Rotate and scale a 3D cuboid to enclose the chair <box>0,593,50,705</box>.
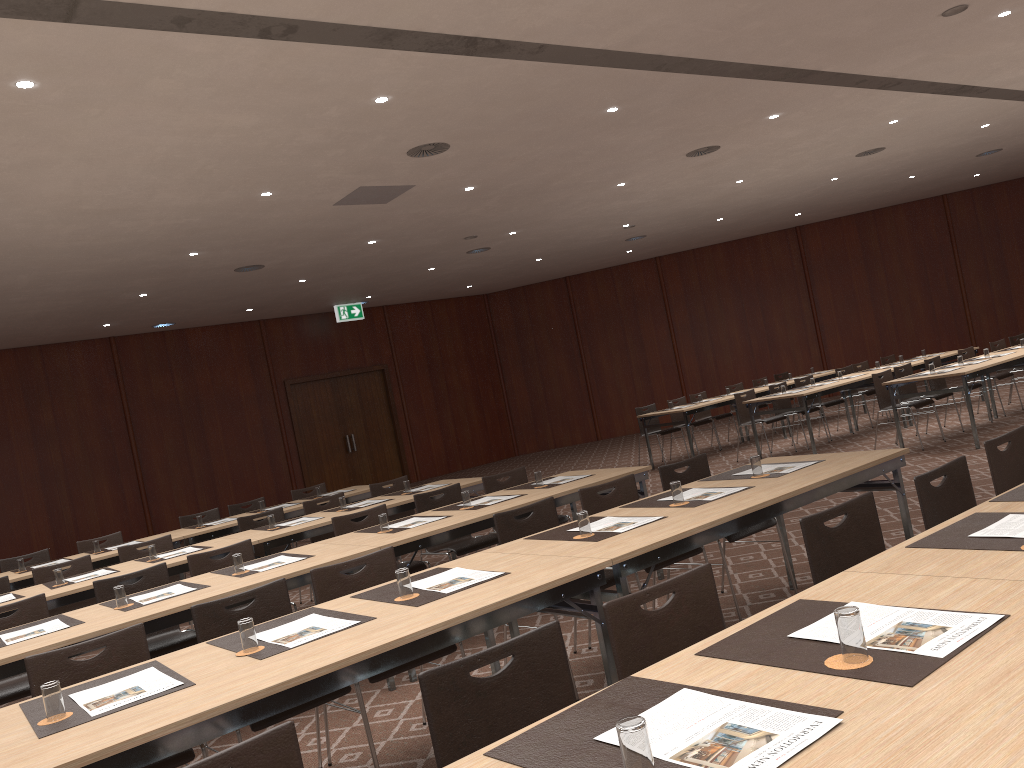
[{"bbox_3d":[-2.748,1.708,4.985,0.535,0.939,0.614,-11,0,-36],"label":"chair"}]

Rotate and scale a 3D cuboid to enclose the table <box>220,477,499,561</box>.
[{"bbox_3d":[-1.234,1.483,7.817,2.265,0.833,0.954,-11,0,-36],"label":"table"}]

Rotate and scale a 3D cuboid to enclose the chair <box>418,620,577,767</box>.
[{"bbox_3d":[0.130,1.111,2.135,0.535,0.939,0.614,-11,0,-34],"label":"chair"}]

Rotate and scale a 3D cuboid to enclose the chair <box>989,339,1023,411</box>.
[{"bbox_3d":[6.908,-0.162,12.159,0.535,0.939,0.614,-11,0,-36],"label":"chair"}]

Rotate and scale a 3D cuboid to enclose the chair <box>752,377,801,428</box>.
[{"bbox_3d":[4.524,0.340,15.390,0.535,0.939,0.614,-11,0,-39],"label":"chair"}]

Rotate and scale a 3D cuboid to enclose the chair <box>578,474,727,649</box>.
[{"bbox_3d":[0.738,1.013,5.080,0.535,0.939,0.614,-11,0,-34],"label":"chair"}]

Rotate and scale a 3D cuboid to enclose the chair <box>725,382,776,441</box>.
[{"bbox_3d":[3.983,0.445,15.058,0.535,0.939,0.614,-11,0,-34],"label":"chair"}]

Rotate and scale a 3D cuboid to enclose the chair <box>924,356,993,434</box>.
[{"bbox_3d":[5.551,0.101,11.190,0.535,0.939,0.614,-11,0,-39],"label":"chair"}]

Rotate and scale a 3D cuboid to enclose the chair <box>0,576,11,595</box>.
[{"bbox_3d":[-3.855,1.942,6.543,0.535,0.939,0.614,-11,0,-35],"label":"chair"}]

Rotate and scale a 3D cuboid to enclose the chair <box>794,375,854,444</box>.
[{"bbox_3d":[4.446,0.335,12.845,0.535,0.939,0.614,-11,0,-34],"label":"chair"}]

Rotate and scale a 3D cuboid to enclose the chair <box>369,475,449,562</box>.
[{"bbox_3d":[-1.053,1.400,8.748,0.535,0.939,0.614,-11,0,-36],"label":"chair"}]

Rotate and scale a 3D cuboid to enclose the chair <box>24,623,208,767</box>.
[{"bbox_3d":[-1.490,1.444,3.350,0.535,0.939,0.614,-11,0,-35],"label":"chair"}]

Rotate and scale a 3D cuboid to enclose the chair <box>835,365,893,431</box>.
[{"bbox_3d":[5.234,0.182,13.385,0.535,0.939,0.614,-11,0,-35],"label":"chair"}]

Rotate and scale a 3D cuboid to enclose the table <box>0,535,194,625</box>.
[{"bbox_3d":[-4.190,2.075,8.078,2.265,0.833,0.954,-11,0,-36],"label":"table"}]

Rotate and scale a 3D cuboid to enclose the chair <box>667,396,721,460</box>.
[{"bbox_3d":[2.815,0.670,14.051,0.535,0.939,0.614,-11,0,-38],"label":"chair"}]

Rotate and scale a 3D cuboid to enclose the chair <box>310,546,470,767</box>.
[{"bbox_3d":[-0.577,1.267,4.090,0.535,0.939,0.614,-11,0,-34],"label":"chair"}]

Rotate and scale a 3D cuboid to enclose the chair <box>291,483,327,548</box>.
[{"bbox_3d":[-2.206,1.642,10.271,0.535,0.939,0.614,-11,0,-37],"label":"chair"}]

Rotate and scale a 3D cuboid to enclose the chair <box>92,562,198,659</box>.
[{"bbox_3d":[-2.163,1.594,5.330,0.535,0.939,0.614,-11,0,-37],"label":"chair"}]

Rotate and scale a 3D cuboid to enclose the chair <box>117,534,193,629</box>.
[{"bbox_3d":[-2.919,1.761,7.343,0.535,0.939,0.614,-11,0,-34],"label":"chair"}]

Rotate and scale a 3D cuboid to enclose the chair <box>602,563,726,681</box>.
[{"bbox_3d":[0.609,1.017,2.444,0.535,0.939,0.614,-11,0,-34],"label":"chair"}]

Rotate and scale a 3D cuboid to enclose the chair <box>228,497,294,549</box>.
[{"bbox_3d":[-2.805,1.759,9.872,0.535,0.939,0.614,-11,0,-39],"label":"chair"}]

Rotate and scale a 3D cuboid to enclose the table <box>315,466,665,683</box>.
[{"bbox_3d":[-0.068,1.237,6.208,2.265,0.833,0.954,-11,0,-36],"label":"table"}]

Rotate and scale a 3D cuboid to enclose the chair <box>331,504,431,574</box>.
[{"bbox_3d":[-0.922,1.354,6.265,0.535,0.939,0.614,-11,0,-35],"label":"chair"}]

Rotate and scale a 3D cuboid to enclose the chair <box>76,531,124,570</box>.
[{"bbox_3d":[-4.016,1.993,8.908,0.535,0.939,0.614,-11,0,-39],"label":"chair"}]

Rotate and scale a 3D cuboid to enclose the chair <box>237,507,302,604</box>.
[{"bbox_3d":[-2.100,1.602,7.916,0.535,0.939,0.614,-11,0,-36],"label":"chair"}]

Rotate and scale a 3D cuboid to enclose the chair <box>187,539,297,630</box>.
[{"bbox_3d":[-1.733,1.511,5.706,0.535,0.939,0.614,-11,0,-38],"label":"chair"}]

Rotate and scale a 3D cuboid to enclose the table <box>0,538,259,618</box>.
[{"bbox_3d":[-3.024,1.829,6.469,2.265,0.833,0.954,-11,0,-36],"label":"table"}]

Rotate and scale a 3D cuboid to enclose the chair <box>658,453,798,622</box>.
[{"bbox_3d":[1.251,0.913,5.414,0.535,0.939,0.614,-11,0,-36],"label":"chair"}]

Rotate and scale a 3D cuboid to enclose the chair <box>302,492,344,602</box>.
[{"bbox_3d":[-1.591,1.503,8.247,0.535,0.939,0.614,-11,0,-39],"label":"chair"}]

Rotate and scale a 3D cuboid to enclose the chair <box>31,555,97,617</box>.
[{"bbox_3d":[-3.397,1.853,6.940,0.535,0.939,0.614,-11,0,-39],"label":"chair"}]

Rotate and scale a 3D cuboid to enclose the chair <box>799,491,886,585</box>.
[{"bbox_3d":[1.352,0.874,3.056,0.535,0.939,0.614,-11,0,-35],"label":"chair"}]

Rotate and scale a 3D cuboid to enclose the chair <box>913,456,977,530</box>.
[{"bbox_3d":[1.904,0.767,3.419,0.535,0.939,0.614,-11,0,-39],"label":"chair"}]

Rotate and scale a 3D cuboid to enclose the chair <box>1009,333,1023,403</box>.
[{"bbox_3d":[7.424,-0.261,12.600,0.535,0.939,0.614,-11,0,-34],"label":"chair"}]

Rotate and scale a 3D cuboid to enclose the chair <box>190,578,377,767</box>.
[{"bbox_3d":[-1.005,1.350,3.768,0.535,0.939,0.614,-11,0,-39],"label":"chair"}]

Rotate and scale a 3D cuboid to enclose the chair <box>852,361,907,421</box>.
[{"bbox_3d":[5.659,0.101,13.834,0.535,0.939,0.614,-11,0,-35],"label":"chair"}]

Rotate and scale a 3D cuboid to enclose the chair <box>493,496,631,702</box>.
[{"bbox_3d":[0.256,1.107,4.760,0.535,0.939,0.614,-11,0,-38],"label":"chair"}]

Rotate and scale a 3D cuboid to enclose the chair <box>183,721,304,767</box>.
[{"bbox_3d":[-0.464,1.226,1.732,0.535,0.939,0.614,-11,0,-39],"label":"chair"}]

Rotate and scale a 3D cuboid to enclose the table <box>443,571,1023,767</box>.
[{"bbox_3d":[0.472,1.093,1.641,2.265,0.833,0.954,-11,0,-36],"label":"table"}]

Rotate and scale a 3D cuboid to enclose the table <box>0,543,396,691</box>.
[{"bbox_3d":[-1.859,1.584,4.860,2.265,0.833,0.954,-11,0,-36],"label":"table"}]

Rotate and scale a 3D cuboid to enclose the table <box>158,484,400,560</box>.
[{"bbox_3d":[-2.399,1.728,9.426,2.265,0.833,0.954,-11,0,-36],"label":"table"}]

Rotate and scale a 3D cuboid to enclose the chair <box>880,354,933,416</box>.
[{"bbox_3d":[6.258,-0.016,14.209,0.535,0.939,0.614,-11,0,-38],"label":"chair"}]

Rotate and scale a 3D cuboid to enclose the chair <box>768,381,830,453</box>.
[{"bbox_3d":[3.945,0.432,12.415,0.535,0.939,0.614,-11,0,-39],"label":"chair"}]

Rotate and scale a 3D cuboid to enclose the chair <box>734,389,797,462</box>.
[{"bbox_3d":[3.392,0.540,12.127,0.535,0.939,0.614,-11,0,-36],"label":"chair"}]

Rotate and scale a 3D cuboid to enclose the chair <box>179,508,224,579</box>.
[{"bbox_3d":[-3.249,1.845,9.581,0.535,0.939,0.614,-11,0,-35],"label":"chair"}]

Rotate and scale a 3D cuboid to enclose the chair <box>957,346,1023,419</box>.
[{"bbox_3d":[6.303,-0.044,11.832,0.535,0.939,0.614,-11,0,-37],"label":"chair"}]

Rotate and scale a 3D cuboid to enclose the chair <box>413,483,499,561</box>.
[{"bbox_3d":[-0.394,1.252,6.757,0.535,0.939,0.614,-11,0,-37],"label":"chair"}]

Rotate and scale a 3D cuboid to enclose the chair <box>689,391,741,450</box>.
[{"bbox_3d":[3.255,0.586,14.510,0.535,0.939,0.614,-11,0,-39],"label":"chair"}]

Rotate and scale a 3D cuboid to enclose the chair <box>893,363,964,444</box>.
[{"bbox_3d":[5.031,0.202,10.874,0.535,0.939,0.614,-11,0,-38],"label":"chair"}]

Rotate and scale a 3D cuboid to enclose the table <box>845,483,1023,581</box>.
[{"bbox_3d":[2.262,0.746,2.989,2.265,0.833,0.954,-11,0,-36],"label":"table"}]

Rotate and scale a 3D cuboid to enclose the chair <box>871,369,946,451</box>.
[{"bbox_3d":[4.575,0.290,10.402,0.535,0.939,0.614,-11,0,-38],"label":"chair"}]

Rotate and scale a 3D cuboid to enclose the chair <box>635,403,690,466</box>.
[{"bbox_3d":[2.258,0.779,13.685,0.535,0.939,0.614,-11,0,-35],"label":"chair"}]

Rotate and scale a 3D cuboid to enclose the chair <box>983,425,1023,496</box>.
[{"bbox_3d":[2.445,0.663,3.922,0.535,0.939,0.614,-11,0,-37],"label":"chair"}]

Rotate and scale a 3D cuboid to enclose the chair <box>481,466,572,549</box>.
[{"bbox_3d":[0.114,1.154,7.097,0.535,0.939,0.614,-11,0,-35],"label":"chair"}]

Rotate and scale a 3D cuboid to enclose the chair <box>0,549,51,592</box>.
[{"bbox_3d":[-4.585,2.103,8.532,0.535,0.939,0.614,-11,0,-36],"label":"chair"}]

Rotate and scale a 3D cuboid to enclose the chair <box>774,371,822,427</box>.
[{"bbox_3d":[5.035,0.242,15.850,0.535,0.939,0.614,-11,0,-38],"label":"chair"}]
